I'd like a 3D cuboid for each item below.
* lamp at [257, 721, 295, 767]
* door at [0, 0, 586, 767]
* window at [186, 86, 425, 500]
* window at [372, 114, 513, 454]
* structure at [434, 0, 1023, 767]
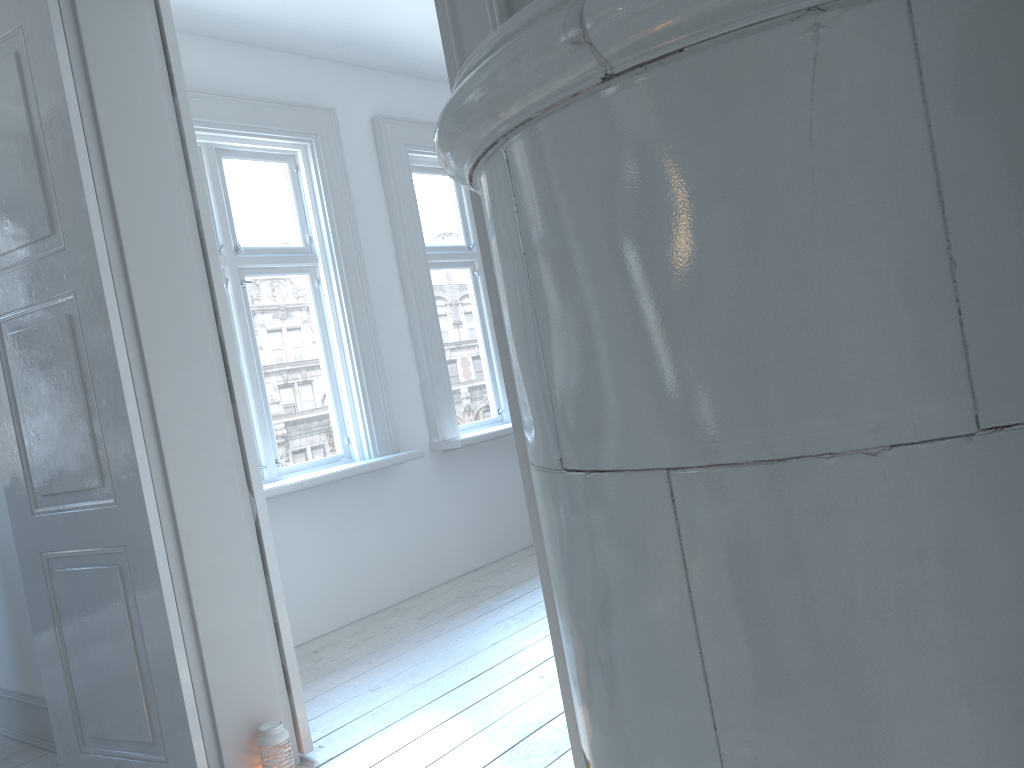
[{"bbox_3d":[-0.677,1.061,2.544,0.089,0.166,0.089,-9,2,39],"label":"lamp"},{"bbox_3d":[-0.461,-0.149,2.116,2.602,2.506,0.576,-9,2,40],"label":"door"},{"bbox_3d":[-1.199,-0.405,4.003,0.376,1.846,1.453,-9,2,40],"label":"window"},{"bbox_3d":[2.404,-3.179,30.019,27.795,15.028,51.190,-10,1,40],"label":"window"},{"bbox_3d":[0.074,-0.313,0.937,1.247,2.829,0.800,-10,2,-5],"label":"structure"}]
